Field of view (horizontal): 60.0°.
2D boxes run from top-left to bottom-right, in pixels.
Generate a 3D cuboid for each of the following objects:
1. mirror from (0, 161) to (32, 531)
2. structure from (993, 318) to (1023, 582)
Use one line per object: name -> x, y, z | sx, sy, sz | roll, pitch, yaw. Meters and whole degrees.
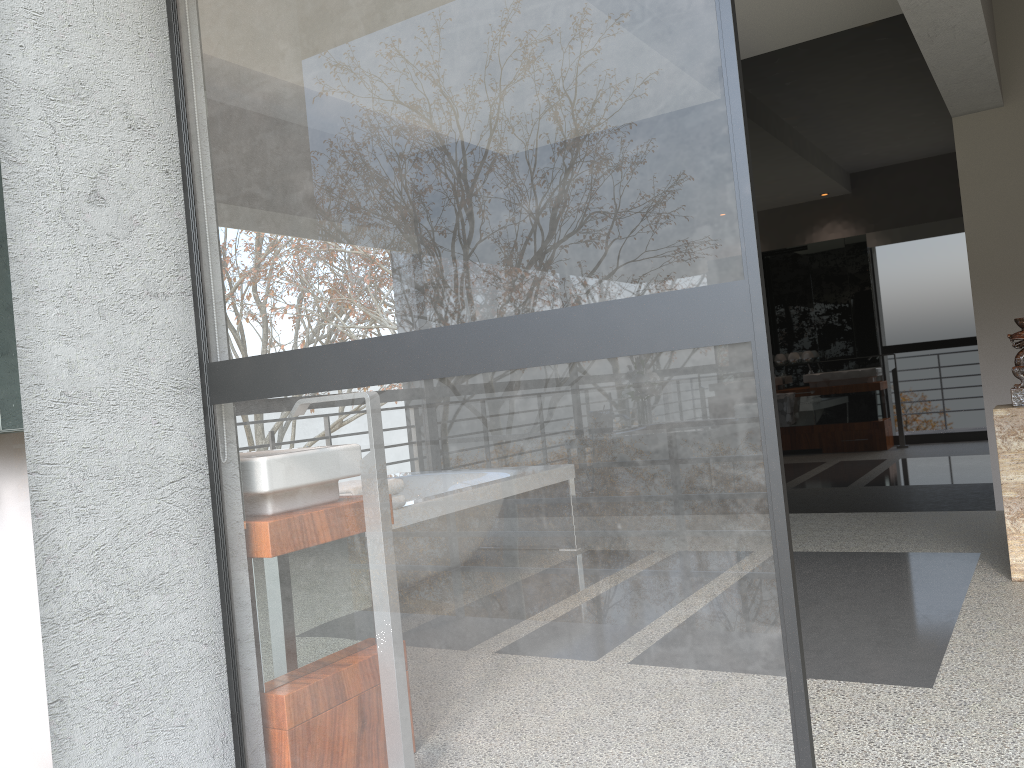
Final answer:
mirror -> -1.512, -0.381, 2.460 | 1.789, 1.618, 0.253 | -6, -1, 32
structure -> 2.172, 0.240, 3.619 | 0.328, 1.074, 0.292 | -6, -2, 32
